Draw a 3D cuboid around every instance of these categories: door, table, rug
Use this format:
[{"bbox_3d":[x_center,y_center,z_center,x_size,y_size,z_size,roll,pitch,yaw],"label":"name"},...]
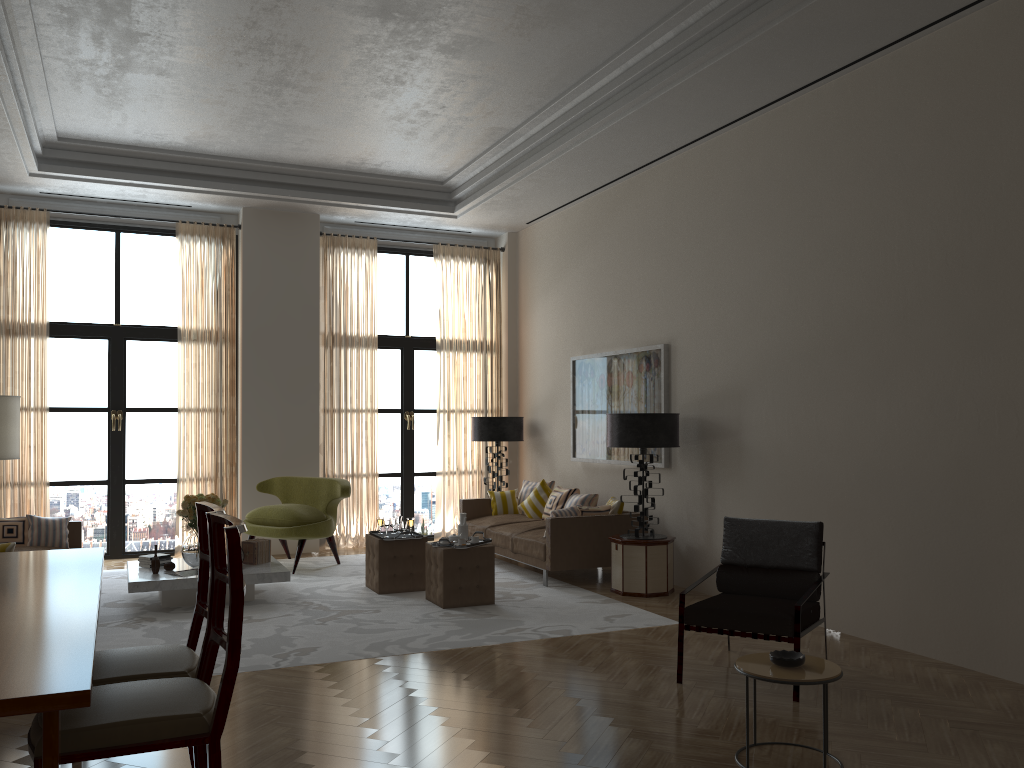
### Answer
[{"bbox_3d":[-1.675,0.185,14.368,3.086,4.765,0.240,1,-1,-24],"label":"door"},{"bbox_3d":[1.548,1.852,4.971,0.584,0.547,0.584,-1,-2,15],"label":"table"},{"bbox_3d":[-5.598,0.113,12.619,3.258,4.765,0.240,1,-1,-24],"label":"door"},{"bbox_3d":[-2.996,1.597,4.310,1.800,1.026,3.803,1,-3,-24],"label":"table"},{"bbox_3d":[-3.382,2.182,9.784,1.584,0.343,1.501,1,-3,-24],"label":"table"},{"bbox_3d":[-2.064,2.322,9.923,5.518,0.065,5.735,1,-3,-24],"label":"rug"}]

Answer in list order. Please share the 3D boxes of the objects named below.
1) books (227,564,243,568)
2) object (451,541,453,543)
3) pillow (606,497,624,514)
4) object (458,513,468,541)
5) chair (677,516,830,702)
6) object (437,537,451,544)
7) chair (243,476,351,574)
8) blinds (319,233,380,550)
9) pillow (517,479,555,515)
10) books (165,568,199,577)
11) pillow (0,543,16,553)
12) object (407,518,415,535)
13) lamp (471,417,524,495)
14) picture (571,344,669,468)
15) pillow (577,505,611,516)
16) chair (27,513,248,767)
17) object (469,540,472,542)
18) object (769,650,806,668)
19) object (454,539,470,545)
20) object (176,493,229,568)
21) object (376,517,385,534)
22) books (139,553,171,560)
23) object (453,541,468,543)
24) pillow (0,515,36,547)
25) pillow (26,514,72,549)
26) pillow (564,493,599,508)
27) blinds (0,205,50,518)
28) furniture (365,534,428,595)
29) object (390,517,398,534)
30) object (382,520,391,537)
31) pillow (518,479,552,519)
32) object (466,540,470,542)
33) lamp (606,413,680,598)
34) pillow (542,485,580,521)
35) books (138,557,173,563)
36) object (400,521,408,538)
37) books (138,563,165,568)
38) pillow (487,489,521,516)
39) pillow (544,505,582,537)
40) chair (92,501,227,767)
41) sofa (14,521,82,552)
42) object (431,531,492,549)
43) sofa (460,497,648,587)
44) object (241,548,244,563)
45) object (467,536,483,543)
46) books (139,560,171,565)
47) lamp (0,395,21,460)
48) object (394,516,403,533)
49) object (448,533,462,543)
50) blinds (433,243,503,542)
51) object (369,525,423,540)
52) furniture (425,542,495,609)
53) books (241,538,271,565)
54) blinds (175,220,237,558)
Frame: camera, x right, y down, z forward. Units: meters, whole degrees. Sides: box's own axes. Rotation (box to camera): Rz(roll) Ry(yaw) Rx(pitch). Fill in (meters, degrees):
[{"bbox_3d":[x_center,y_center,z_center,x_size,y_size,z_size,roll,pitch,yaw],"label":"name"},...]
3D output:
[{"bbox_3d":[-3.051,1.964,9.556,0.255,0.026,0.202,0,-3,1],"label":"books"},{"bbox_3d":[-0.650,1.673,9.348,0.052,0.027,0.080,-1,-3,23],"label":"object"},{"bbox_3d":[1.220,1.657,11.003,0.296,0.475,0.516,0,-2,-3],"label":"pillow"},{"bbox_3d":[-0.536,1.565,9.689,0.113,0.305,0.125,0,-1,13],"label":"object"},{"bbox_3d":[1.870,1.634,6.754,0.877,1.134,1.135,-1,-2,31],"label":"chair"},{"bbox_3d":[-0.706,1.656,9.384,0.176,0.067,0.176,-2,-3,42],"label":"object"},{"bbox_3d":[-2.994,1.878,11.915,1.791,1.213,1.030,-2,-2,33],"label":"chair"},{"bbox_3d":[-2.524,0.146,13.745,0.960,4.872,0.419,0,-1,-22],"label":"blinds"},{"bbox_3d":[0.320,1.700,13.028,0.624,0.576,0.355,-2,-2,45],"label":"pillow"},{"bbox_3d":[-3.426,1.971,9.305,0.384,0.038,0.281,-2,-3,39],"label":"books"},{"bbox_3d":[-4.368,1.510,7.379,0.482,0.432,0.318,0,-2,-14],"label":"pillow"},{"bbox_3d":[-1.179,1.659,10.335,0.098,0.191,0.098,0,-1,2],"label":"object"},{"bbox_3d":[-0.225,1.528,13.941,0.829,2.017,0.830,0,-1,-20],"label":"lamp"},{"bbox_3d":[1.358,0.309,11.596,0.080,1.479,2.268,0,-2,-26],"label":"picture"},{"bbox_3d":[0.952,1.679,10.786,0.464,0.412,0.304,1,-2,-26],"label":"pillow"},{"bbox_3d":[-1.528,1.313,3.572,0.878,1.505,0.656,1,-1,-24],"label":"chair"},{"bbox_3d":[-0.439,1.701,9.601,0.041,0.015,0.187,-1,-3,17],"label":"object"},{"bbox_3d":[1.546,1.548,4.978,0.193,0.064,0.193,0,-2,-2],"label":"object"},{"bbox_3d":[-0.524,1.665,9.327,0.176,0.067,0.176,1,-3,-22],"label":"object"},{"bbox_3d":[-3.378,1.610,9.732,0.540,0.821,0.627,1,-2,-28],"label":"object"},{"bbox_3d":[-1.545,1.663,10.414,0.098,0.191,0.098,1,-2,-41],"label":"object"},{"bbox_3d":[-3.939,1.905,9.776,0.207,0.030,0.260,-2,-3,33],"label":"books"},{"bbox_3d":[-0.549,1.679,9.424,0.186,0.026,0.041,1,-2,-16],"label":"object"},{"bbox_3d":[-5.422,1.637,9.595,0.464,0.412,0.304,1,-2,-26],"label":"pillow"},{"bbox_3d":[-5.073,1.639,9.711,0.498,0.428,0.327,1,-2,-36],"label":"pillow"},{"bbox_3d":[0.874,1.729,11.800,0.371,0.565,0.660,1,-2,-29],"label":"pillow"},{"bbox_3d":[-6.627,0.076,11.915,0.780,4.884,0.419,0,-1,-22],"label":"blinds"},{"bbox_3d":[-1.341,2.062,10.264,0.613,0.616,0.614,1,-2,-24],"label":"furniture"},{"bbox_3d":[-1.390,1.663,10.404,0.098,0.191,0.098,0,-1,-24],"label":"object"},{"bbox_3d":[-1.427,1.648,10.087,0.098,0.191,0.098,0,-1,2],"label":"object"},{"bbox_3d":[0.410,1.665,12.634,0.767,0.616,0.355,-1,-2,20],"label":"pillow"},{"bbox_3d":[-0.472,1.700,9.616,0.049,0.025,0.053,-2,-3,33],"label":"object"},{"bbox_3d":[1.491,1.345,10.075,0.830,2.017,0.830,0,-1,-23],"label":"lamp"},{"bbox_3d":[0.665,1.680,12.124,0.403,0.547,0.617,0,-2,-21],"label":"pillow"},{"bbox_3d":[-3.937,1.933,9.785,0.230,0.024,0.281,-2,-3,31],"label":"books"},{"bbox_3d":[-1.218,1.644,10.010,0.098,0.191,0.098,0,-1,-24],"label":"object"},{"bbox_3d":[-3.935,1.988,9.783,0.207,0.035,0.281,-2,-3,33],"label":"books"},{"bbox_3d":[-0.102,1.762,13.002,0.482,0.432,0.318,0,-2,-14],"label":"pillow"},{"bbox_3d":[0.603,1.671,10.670,0.498,0.428,0.327,1,-2,-36],"label":"pillow"},{"bbox_3d":[-1.802,1.341,4.159,0.878,1.505,0.656,1,-1,-24],"label":"chair"},{"bbox_3d":[-4.904,1.894,8.498,1.351,0.819,2.981,1,-3,-24],"label":"sofa"},{"bbox_3d":[-0.534,1.667,9.500,0.441,0.101,0.721,-2,-3,30],"label":"object"},{"bbox_3d":[0.436,2.039,11.872,1.351,0.819,2.981,1,-3,-24],"label":"sofa"},{"bbox_3d":[-3.052,1.907,9.814,0.082,0.209,0.205,-1,-2,27],"label":"object"},{"bbox_3d":[-0.396,1.677,9.551,0.176,0.067,0.176,1,-3,-25],"label":"object"},{"bbox_3d":[-3.934,1.957,9.772,0.207,0.024,0.262,-2,-3,29],"label":"books"},{"bbox_3d":[-6.332,1.269,10.616,0.768,2.253,0.768,-1,-1,29],"label":"lamp"},{"bbox_3d":[-1.350,1.669,10.541,0.098,0.191,0.098,-1,-1,23],"label":"object"},{"bbox_3d":[-0.623,1.658,9.551,0.176,0.105,0.136,1,-2,-28],"label":"object"},{"bbox_3d":[-0.719,0.180,14.548,1.242,4.872,0.418,0,-1,-22],"label":"blinds"},{"bbox_3d":[-1.346,1.715,10.265,0.491,0.092,0.803,1,-3,-24],"label":"object"},{"bbox_3d":[-0.560,2.024,9.484,0.613,0.616,0.614,1,-2,-24],"label":"furniture"},{"bbox_3d":[-2.888,1.889,10.002,0.210,0.264,0.282,-1,-2,26],"label":"books"},{"bbox_3d":[-4.440,0.111,12.889,0.874,4.872,0.418,0,-1,-21],"label":"blinds"}]
